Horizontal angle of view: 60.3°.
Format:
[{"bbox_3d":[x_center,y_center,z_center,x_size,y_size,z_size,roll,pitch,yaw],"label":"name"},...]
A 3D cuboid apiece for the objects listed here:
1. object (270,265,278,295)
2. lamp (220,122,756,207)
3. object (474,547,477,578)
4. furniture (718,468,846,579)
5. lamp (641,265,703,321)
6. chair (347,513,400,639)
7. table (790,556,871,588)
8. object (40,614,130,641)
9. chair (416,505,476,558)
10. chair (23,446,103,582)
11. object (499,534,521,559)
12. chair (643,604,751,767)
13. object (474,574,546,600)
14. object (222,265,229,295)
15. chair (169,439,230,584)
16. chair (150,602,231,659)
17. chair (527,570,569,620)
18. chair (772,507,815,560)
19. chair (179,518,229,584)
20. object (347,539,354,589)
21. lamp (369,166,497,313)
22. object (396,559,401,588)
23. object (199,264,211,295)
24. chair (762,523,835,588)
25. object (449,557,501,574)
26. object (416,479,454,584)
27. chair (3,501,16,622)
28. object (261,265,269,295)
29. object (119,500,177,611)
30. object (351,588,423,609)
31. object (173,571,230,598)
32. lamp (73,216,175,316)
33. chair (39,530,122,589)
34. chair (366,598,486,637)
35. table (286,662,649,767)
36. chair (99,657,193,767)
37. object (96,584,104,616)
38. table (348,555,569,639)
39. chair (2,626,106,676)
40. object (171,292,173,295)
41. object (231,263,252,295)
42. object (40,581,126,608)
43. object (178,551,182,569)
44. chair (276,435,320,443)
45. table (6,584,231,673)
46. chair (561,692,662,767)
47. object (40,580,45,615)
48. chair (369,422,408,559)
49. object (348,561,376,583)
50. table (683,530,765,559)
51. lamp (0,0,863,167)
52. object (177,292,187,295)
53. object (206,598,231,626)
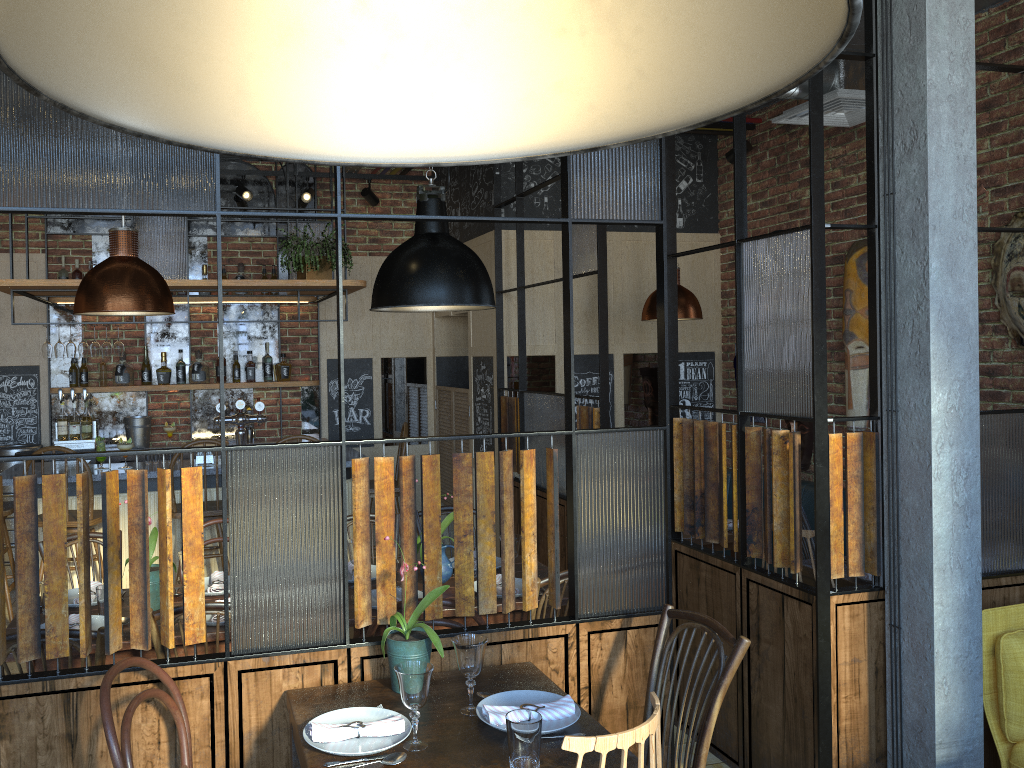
[{"bbox_3d":[-1.981,-0.856,7.332,0.063,0.263,0.069,-2,1,-31],"label":"object"},{"bbox_3d":[-1.400,-1.490,4.087,7.046,0.274,6.429,-2,2,-17],"label":"lamp"},{"bbox_3d":[-0.182,0.759,3.741,0.081,0.119,0.088,-2,1,-35],"label":"object"},{"bbox_3d":[1.117,1.034,5.681,1.454,0.822,1.481,-2,2,-18],"label":"furniture"},{"bbox_3d":[0.967,-1.059,5.390,0.355,1.334,0.381,-1,1,-25],"label":"lamp"},{"bbox_3d":[-0.620,1.084,3.998,0.395,0.915,0.535,-1,1,-19],"label":"chair"},{"bbox_3d":[1.720,1.147,3.644,0.731,0.727,0.770,-2,1,-18],"label":"table"},{"bbox_3d":[-1.513,0.846,3.086,0.318,0.051,0.275,-2,2,-14],"label":"object"},{"bbox_3d":[-0.245,1.070,4.153,0.397,0.915,0.532,-1,1,-14],"label":"chair"},{"bbox_3d":[-2.621,0.945,5.240,0.437,1.195,0.411,-1,1,1],"label":"chair"},{"bbox_3d":[-0.003,0.724,3.644,0.100,0.191,0.097,-1,1,7],"label":"object"},{"bbox_3d":[0.334,1.123,2.427,0.505,0.915,0.418,-2,1,-23],"label":"chair"},{"bbox_3d":[-0.017,0.800,3.503,0.318,0.051,0.275,-2,2,-14],"label":"object"},{"bbox_3d":[-2.361,-0.844,7.228,0.064,0.263,0.068,-1,1,-18],"label":"object"},{"bbox_3d":[-1.914,0.922,5.468,0.421,1.195,0.426,-1,1,-24],"label":"chair"},{"bbox_3d":[-1.022,1.130,3.000,0.397,0.915,0.532,-1,1,-14],"label":"chair"},{"bbox_3d":[0.083,1.095,3.301,0.388,0.915,0.544,-2,1,-33],"label":"chair"},{"bbox_3d":[1.528,1.036,4.077,0.545,0.915,0.387,0,1,37],"label":"chair"},{"bbox_3d":[-1.312,1.102,3.905,0.438,0.920,0.550,-1,1,-1],"label":"chair"},{"bbox_3d":[-0.634,0.738,3.614,0.099,0.191,0.098,-1,1,3],"label":"object"},{"bbox_3d":[-0.337,-0.971,3.637,0.526,1.326,0.533,-1,1,-5],"label":"lamp"},{"bbox_3d":[-0.433,0.771,3.548,0.081,0.119,0.088,-2,1,-35],"label":"object"},{"bbox_3d":[-2.502,-0.840,7.178,0.114,0.265,0.120,-1,1,-17],"label":"object"},{"bbox_3d":[1.209,1.031,3.429,0.432,1.005,0.558,-2,1,-31],"label":"chair"},{"bbox_3d":[-0.177,0.788,3.904,0.318,0.051,0.275,-2,2,-14],"label":"object"},{"bbox_3d":[-0.305,0.612,3.642,0.219,0.431,0.136,-1,1,2],"label":"object"},{"bbox_3d":[-3.350,0.947,5.593,0.401,1.195,0.447,-1,1,-19],"label":"chair"},{"bbox_3d":[-2.054,-0.854,7.313,0.064,0.263,0.068,-1,1,-24],"label":"object"},{"bbox_3d":[-1.396,0.645,3.382,0.151,0.426,0.196,-1,1,15],"label":"object"},{"bbox_3d":[-0.446,0.813,3.376,0.318,0.051,0.275,-2,2,-14],"label":"object"},{"bbox_3d":[-1.233,0.821,3.619,0.318,0.051,0.275,-2,2,-14],"label":"object"},{"bbox_3d":[-1.476,-0.931,3.327,0.386,1.334,0.351,0,1,45],"label":"lamp"},{"bbox_3d":[-1.721,1.118,3.708,0.386,0.915,0.546,-2,1,-43],"label":"chair"},{"bbox_3d":[-0.285,1.114,3.001,0.438,0.920,0.550,-1,1,-1],"label":"chair"},{"bbox_3d":[-0.156,1.238,2.261,0.731,0.727,0.770,-2,1,-18],"label":"table"},{"bbox_3d":[-0.716,1.154,2.187,0.555,0.920,0.434,-1,1,5],"label":"chair"},{"bbox_3d":[-1.486,0.804,3.244,0.088,0.119,0.080,0,1,34],"label":"object"},{"bbox_3d":[-0.281,1.187,3.652,1.005,0.727,0.746,-2,1,-17],"label":"table"},{"bbox_3d":[-1.402,1.147,2.758,0.397,0.915,0.532,-1,1,-14],"label":"chair"},{"bbox_3d":[-2.781,-0.842,7.128,0.074,0.284,0.078,-1,1,-17],"label":"object"},{"bbox_3d":[-2.228,-0.858,7.254,0.168,0.283,0.123,-1,1,-3],"label":"object"},{"bbox_3d":[-1.704,0.835,3.494,0.318,0.051,0.275,-2,2,-14],"label":"object"},{"bbox_3d":[-1.266,0.756,3.473,0.102,0.191,0.094,-1,1,30],"label":"object"},{"bbox_3d":[-1.357,0.905,5.621,0.426,1.195,0.421,-1,1,-14],"label":"chair"},{"bbox_3d":[-1.347,1.221,3.360,1.005,0.727,0.746,-2,1,-17],"label":"table"},{"bbox_3d":[0.089,1.116,1.759,0.472,1.005,0.511,0,1,44],"label":"chair"},{"bbox_3d":[-1.741,0.806,3.336,0.080,0.119,0.088,-2,1,-42],"label":"object"},{"bbox_3d":[-0.915,0.871,6.263,0.407,1.195,0.440,-1,1,-9],"label":"chair"},{"bbox_3d":[-0.684,0.804,3.771,0.318,0.051,0.275,-2,2,-14],"label":"object"},{"bbox_3d":[0.996,1.159,5.385,0.725,0.603,0.763,-2,2,-18],"label":"table"},{"bbox_3d":[-0.072,-0.862,0.582,0.530,1.326,0.528,-1,1,0],"label":"lamp"},{"bbox_3d":[-2.674,-0.834,7.137,0.076,0.263,0.080,-1,1,-17],"label":"object"},{"bbox_3d":[-1.036,0.831,3.230,0.318,0.051,0.275,-2,2,-14],"label":"object"}]
